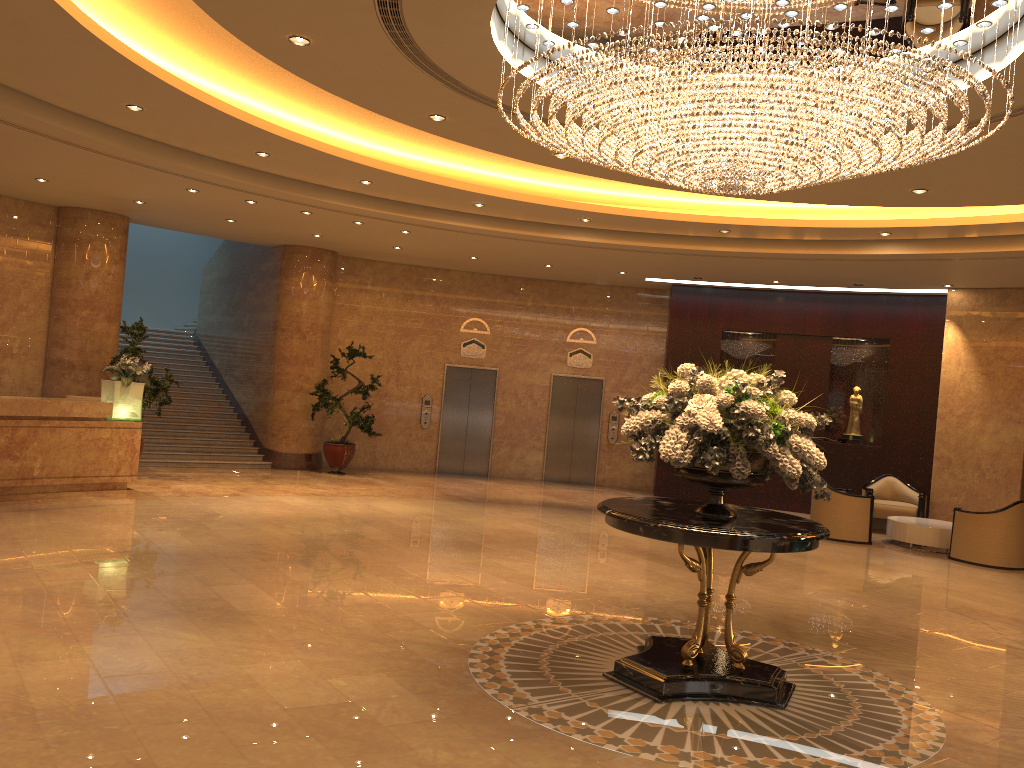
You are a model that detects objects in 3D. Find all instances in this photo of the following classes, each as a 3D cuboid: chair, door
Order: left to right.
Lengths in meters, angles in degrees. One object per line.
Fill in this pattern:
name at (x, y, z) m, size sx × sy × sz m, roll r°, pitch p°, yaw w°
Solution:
door at (-0.884, 0.717, 17.427) m, size 1.070 × 2.145 × 0.150 m, roll 5°, pitch 0°, yaw -10°
door at (1.224, 0.903, 17.618) m, size 1.070 × 2.149 × 0.150 m, roll 5°, pitch 0°, yaw 1°
chair at (4.827, 1.818, 13.126) m, size 0.769 × 0.916 × 0.951 m, roll 5°, pitch 0°, yaw 0°
chair at (6.089, 1.931, 14.222) m, size 0.951 × 0.916 × 0.769 m, roll 5°, pitch 0°, yaw 15°
chair at (6.484, 1.958, 11.854) m, size 0.951 × 0.916 × 0.769 m, roll 5°, pitch 0°, yaw -20°

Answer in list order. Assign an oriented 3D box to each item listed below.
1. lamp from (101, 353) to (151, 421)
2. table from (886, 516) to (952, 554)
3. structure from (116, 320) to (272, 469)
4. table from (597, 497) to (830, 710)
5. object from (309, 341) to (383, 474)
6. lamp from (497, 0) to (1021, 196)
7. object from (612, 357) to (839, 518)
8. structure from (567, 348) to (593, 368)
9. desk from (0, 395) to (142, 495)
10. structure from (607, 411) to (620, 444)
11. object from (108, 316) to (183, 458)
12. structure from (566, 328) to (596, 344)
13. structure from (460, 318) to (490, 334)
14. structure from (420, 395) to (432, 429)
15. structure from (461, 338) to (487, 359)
lamp at (-5.157, 0.021, 11.887) m, size 0.532 × 0.897 × 0.606 m, roll 5°, pitch 0°, yaw 34°
table at (6.129, 2.212, 12.985) m, size 1.196 × 0.354 × 1.196 m, roll 5°, pitch 0°, yaw -9°
structure at (-7.038, -1.535, 17.708) m, size 9.849 × 5.560 × 7.472 m, roll 5°, pitch 0°, yaw -35°
table at (1.262, 1.394, 5.837) m, size 1.493 × 1.089 × 1.493 m, roll 5°, pitch 0°, yaw -42°
object at (-2.948, 0.422, 15.695) m, size 1.250 × 2.363 × 0.843 m, roll 5°, pitch 0°, yaw -14°
lamp at (1.513, -1.886, 5.892) m, size 3.204 × 1.196 × 3.206 m, roll 5°, pitch 0°, yaw 2°
object at (1.339, 0.354, 5.807) m, size 1.318 × 0.999 × 1.277 m, roll 5°, pitch 0°, yaw -5°
structure at (1.350, -0.520, 17.572) m, size 0.504 × 0.405 × 0.012 m, roll 5°, pitch 0°, yaw 0°
desk at (-6.610, 0.680, 6.162) m, size 3.466 × 1.155 × 12.951 m, roll 5°, pitch 0°, yaw -1°
structure at (2.003, 0.862, 17.517) m, size 0.200 × 0.661 × 0.053 m, roll 5°, pitch 0°, yaw 4°
object at (-5.635, 0.181, 13.254) m, size 1.250 × 2.363 × 0.843 m, roll 5°, pitch 0°, yaw 35°
structure at (1.387, -0.965, 17.572) m, size 0.600 × 0.293 × 0.010 m, roll 5°, pitch 0°, yaw 0°
structure at (-0.712, -1.148, 17.391) m, size 0.600 × 0.293 × 0.010 m, roll 5°, pitch 0°, yaw -11°
structure at (-1.661, 0.542, 17.191) m, size 0.200 × 0.661 × 0.053 m, roll 5°, pitch 0°, yaw -14°
structure at (-0.751, -0.703, 17.391) m, size 0.504 × 0.405 × 0.012 m, roll 5°, pitch 0°, yaw -11°
